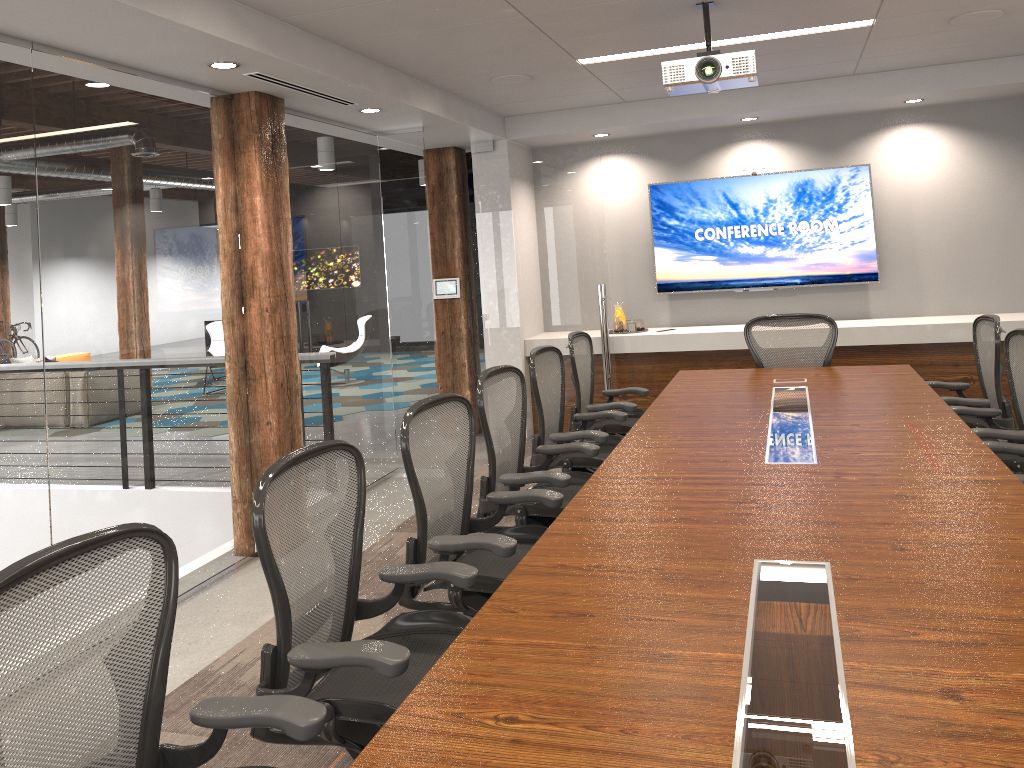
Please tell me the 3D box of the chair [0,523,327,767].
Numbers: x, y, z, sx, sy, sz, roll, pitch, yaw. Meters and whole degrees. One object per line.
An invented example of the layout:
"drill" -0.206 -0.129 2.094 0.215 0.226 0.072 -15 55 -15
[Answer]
"chair" -0.600 0.848 1.592 0.792 1.093 0.771 -4 1 0

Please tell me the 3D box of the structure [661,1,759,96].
"structure" 1.015 -1.747 4.500 0.458 0.457 0.320 -3 1 18

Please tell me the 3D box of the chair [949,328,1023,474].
"chair" 2.167 0.302 4.071 0.758 1.093 0.806 -3 1 28

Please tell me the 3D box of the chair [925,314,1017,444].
"chair" 2.404 0.175 4.833 0.758 1.093 0.806 -4 1 20

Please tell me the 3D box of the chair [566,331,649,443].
"chair" 0.695 0.215 5.371 0.758 1.093 0.805 -4 1 24

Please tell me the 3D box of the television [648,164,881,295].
"television" 2.196 -1.380 7.728 1.902 1.112 0.065 -2 -2 17

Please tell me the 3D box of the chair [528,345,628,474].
"chair" 0.419 0.337 4.651 0.792 1.093 0.771 -4 1 2

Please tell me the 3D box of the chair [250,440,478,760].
"chair" -0.279 0.722 2.313 0.760 1.093 0.804 -4 1 7

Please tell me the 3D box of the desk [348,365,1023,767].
"desk" 0.893 0.750 2.686 1.398 0.752 6.107 -2 8 18

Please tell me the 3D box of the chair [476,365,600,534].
"chair" 0.217 0.468 3.841 0.759 1.093 0.805 -4 1 11

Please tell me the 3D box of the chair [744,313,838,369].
"chair" 1.832 0.115 5.522 0.770 1.093 0.793 -4 1 2

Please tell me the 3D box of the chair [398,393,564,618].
"chair" -0.036 0.592 3.101 0.792 1.093 0.771 -4 1 4

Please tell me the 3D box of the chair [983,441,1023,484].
"chair" 1.940 0.434 3.258 0.792 1.093 0.772 -4 1 4
